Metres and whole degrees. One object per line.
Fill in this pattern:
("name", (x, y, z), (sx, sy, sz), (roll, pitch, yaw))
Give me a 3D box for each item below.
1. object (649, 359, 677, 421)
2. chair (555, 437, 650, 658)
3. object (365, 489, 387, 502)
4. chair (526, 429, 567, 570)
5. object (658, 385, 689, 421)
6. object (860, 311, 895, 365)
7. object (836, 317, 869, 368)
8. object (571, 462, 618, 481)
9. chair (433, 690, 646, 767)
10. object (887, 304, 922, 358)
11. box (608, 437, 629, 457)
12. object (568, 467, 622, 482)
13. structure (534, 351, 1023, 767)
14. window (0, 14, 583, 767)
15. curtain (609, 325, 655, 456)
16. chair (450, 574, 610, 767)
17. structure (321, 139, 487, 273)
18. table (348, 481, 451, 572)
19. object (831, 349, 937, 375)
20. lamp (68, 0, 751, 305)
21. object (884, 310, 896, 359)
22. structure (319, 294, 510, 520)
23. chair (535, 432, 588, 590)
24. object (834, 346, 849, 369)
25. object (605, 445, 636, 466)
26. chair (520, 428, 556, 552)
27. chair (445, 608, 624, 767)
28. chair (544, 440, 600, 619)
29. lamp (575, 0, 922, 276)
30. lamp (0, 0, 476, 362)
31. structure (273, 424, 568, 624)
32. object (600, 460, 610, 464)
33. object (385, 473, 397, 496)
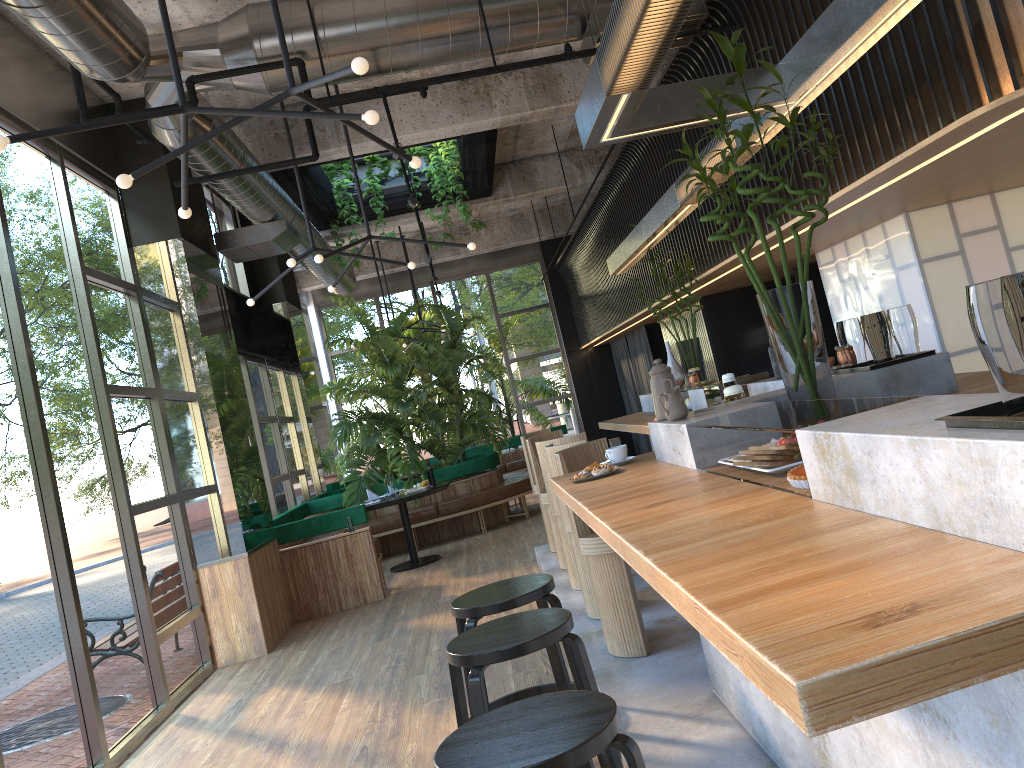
("object", (0.582, 0.019, 3.424), (0.124, 0.235, 0.203), (-11, -4, -37))
("chair", (0.583, 0.744, 4.276), (0.517, 0.972, 0.576), (-17, -5, 41))
("object", (-1.453, 1.168, 9.397), (0.242, 0.139, 0.223), (-13, -2, -22))
("chair", (0.479, 0.821, 6.576), (0.574, 0.972, 0.519), (-11, -4, -31))
("object", (0.583, 0.072, 3.220), (0.100, 0.119, 0.087), (-14, -3, 3))
("object", (1.425, -0.173, 3.449), (0.100, 0.210, 0.111), (-16, -5, 39))
("object", (1.411, -0.165, 3.674), (0.100, 0.210, 0.111), (-16, -5, 39))
("object", (0.321, 0.330, 3.406), (0.154, 0.053, 0.161), (-15, -2, 39))
("chair", (0.109, 1.096, 1.922), (0.532, 0.698, 0.496), (-12, -3, -17))
("object", (1.531, -0.199, 3.454), (0.100, 0.210, 0.111), (-16, -5, 39))
("box", (1.744, 1.117, 14.714), (0.342, 0.443, 0.270), (-12, -4, -17))
("object", (0.321, 0.350, 3.411), (0.196, 0.013, 0.215), (-14, -1, 30))
("structure", (3.031, -0.080, 4.868), (5.935, 1.735, 7.007), (-14, -1, -5))
("window", (-0.982, -1.547, 5.364), (4.197, 6.512, 20.035), (-13, -2, -3))
("curtain", (1.974, 0.201, 13.677), (0.123, 2.064, 3.221), (-13, -2, -3))
("chair", (0.040, 1.148, 3.454), (0.526, 0.698, 0.502), (-13, -3, -10))
("structure", (-1.201, -2.237, 10.647), (2.091, 1.520, 1.463), (-15, -3, 23))
("table", (-1.100, 1.534, 9.366), (1.159, 0.753, 1.039), (-12, -3, -37))
("object", (1.473, -0.084, 3.558), (0.277, 0.019, 0.430), (-14, -1, -5))
("lamp", (-0.976, -1.896, 9.915), (3.853, 1.536, 9.844), (-13, -1, -6))
("object", (1.478, -0.183, 3.565), (0.101, 0.210, 0.110), (-15, -4, 29))
("structure", (-1.338, 0.323, 11.795), (2.524, 3.445, 2.563), (-12, -3, -21))
("chair", (0.529, 0.792, 5.840), (0.531, 0.972, 0.562), (-15, -4, 18))
("object", (1.469, -0.122, 3.949), (0.085, 0.107, 0.162), (-16, -3, 40))
("object", (0.349, 0.316, 3.552), (0.174, 0.073, 0.434), (-15, -2, 31))
("chair", (0.445, 0.847, 7.373), (0.545, 0.972, 0.548), (-14, -4, 4))
("chair", (0.069, 1.126, 2.816), (0.530, 0.698, 0.497), (-13, -3, -15))
("chair", (0.562, 0.766, 5.036), (0.577, 0.972, 0.516), (-10, -5, -46))
("lamp", (2.076, -2.433, 5.147), (5.093, 2.139, 6.576), (-13, -2, -11))
("lamp", (0.231, -2.119, 5.833), (5.158, 1.829, 18.598), (-14, -1, -3))
("structure", (0.672, 0.602, 5.358), (6.116, 1.553, 19.789), (-14, -1, -3))
("object", (0.392, 0.333, 3.754), (0.030, 0.027, 0.129), (-12, -2, -27))
("object", (-1.270, 1.061, 9.333), (0.096, 0.245, 0.088), (-12, -4, -23))
